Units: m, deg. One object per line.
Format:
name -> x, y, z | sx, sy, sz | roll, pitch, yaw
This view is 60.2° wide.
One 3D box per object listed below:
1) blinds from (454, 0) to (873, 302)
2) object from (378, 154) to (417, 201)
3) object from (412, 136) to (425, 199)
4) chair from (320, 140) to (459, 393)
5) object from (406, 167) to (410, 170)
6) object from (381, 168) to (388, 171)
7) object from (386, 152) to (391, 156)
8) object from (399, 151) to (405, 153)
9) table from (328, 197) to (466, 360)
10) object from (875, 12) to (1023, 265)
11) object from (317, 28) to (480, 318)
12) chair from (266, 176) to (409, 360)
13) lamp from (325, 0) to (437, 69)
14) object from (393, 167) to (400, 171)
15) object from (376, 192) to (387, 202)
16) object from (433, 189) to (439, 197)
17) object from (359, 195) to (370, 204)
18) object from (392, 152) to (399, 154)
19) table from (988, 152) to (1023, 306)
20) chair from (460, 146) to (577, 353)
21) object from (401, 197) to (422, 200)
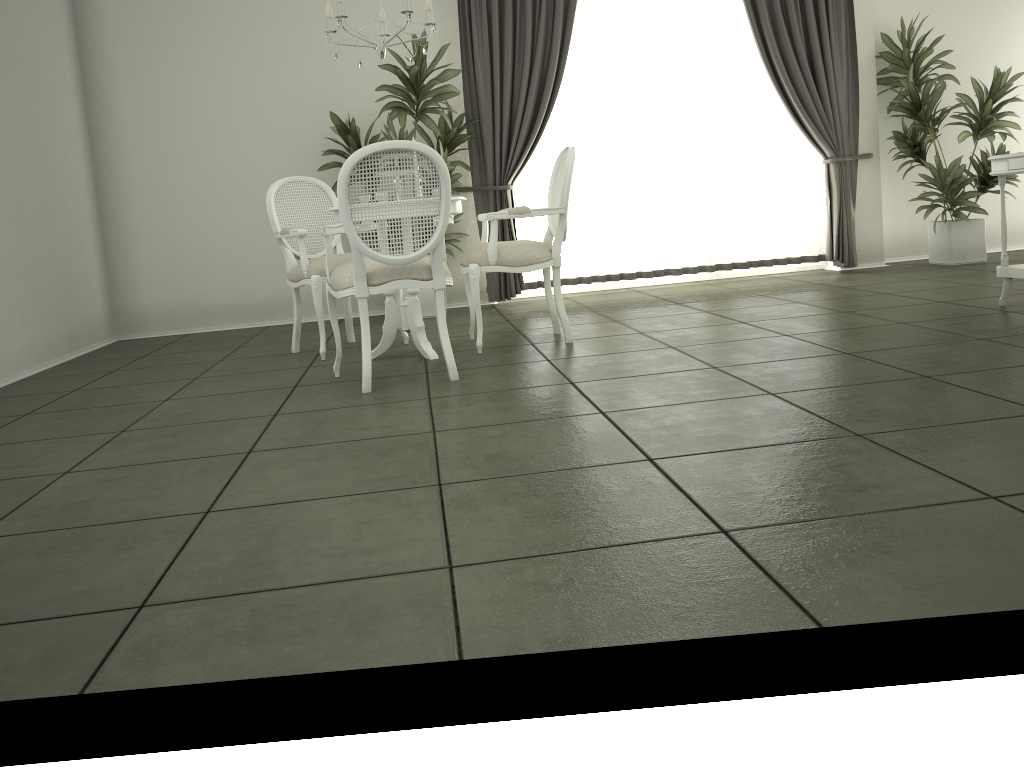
blinds -> 1.230, -2.091, 7.267 | 3.662, 2.579, 0.666 | -6, 6, -6
object -> -0.615, -1.101, 4.744 | 0.210, 0.246, 0.213 | -1, 9, 26
object -> -0.532, -1.200, 4.925 | 0.088, 0.361, 0.088 | -8, 7, -28
chair -> -0.541, -0.543, 4.031 | 0.597, 1.053, 0.695 | -7, 7, -15
object -> -0.552, -1.151, 4.710 | 0.039, 0.031, 0.040 | 4, 12, 44
object -> -0.678, -1.137, 4.696 | 0.039, 0.031, 0.040 | 4, 12, 44
object -> -0.660, -1.230, 4.707 | 0.039, 0.031, 0.040 | -1, 10, 25
object -> -0.589, -1.238, 4.715 | 0.039, 0.031, 0.040 | -5, 9, 0
table -> -0.579, -0.566, 4.774 | 0.741, 0.822, 0.748 | -6, 8, -9
object -> 3.648, -2.049, 7.297 | 1.160, 2.076, 1.051 | -4, 7, 12
object -> -0.832, -1.538, 6.639 | 1.160, 2.076, 1.051 | -4, 7, 12
chair -> -1.080, -0.730, 5.258 | 0.600, 1.053, 0.691 | -11, 9, -40
lamp -> -0.767, -2.893, 4.545 | 0.595, 2.415, 0.596 | -8, 7, -28
object -> -0.611, -1.137, 4.667 | 0.040, 0.031, 0.039 | -12, 11, -40
object -> -0.658, -0.944, 4.469 | 0.062, 0.049, 0.079 | -4, 9, 4
object -> -0.398, -1.037, 4.811 | 0.062, 0.049, 0.079 | -1, 10, 26
object -> -0.805, -1.008, 4.844 | 0.063, 0.049, 0.078 | -9, 10, -26
object -> -0.622, -1.230, 4.690 | 0.039, 0.031, 0.040 | -3, 9, 15
table -> 2.820, -0.786, 4.463 | 0.433, 0.797, 0.705 | -6, 8, -6
chair -> 0.051, -0.761, 4.909 | 0.690, 1.054, 0.601 | -6, 7, -6
object -> -0.513, -0.947, 4.520 | 0.119, 0.015, 0.120 | -8, 11, -16
